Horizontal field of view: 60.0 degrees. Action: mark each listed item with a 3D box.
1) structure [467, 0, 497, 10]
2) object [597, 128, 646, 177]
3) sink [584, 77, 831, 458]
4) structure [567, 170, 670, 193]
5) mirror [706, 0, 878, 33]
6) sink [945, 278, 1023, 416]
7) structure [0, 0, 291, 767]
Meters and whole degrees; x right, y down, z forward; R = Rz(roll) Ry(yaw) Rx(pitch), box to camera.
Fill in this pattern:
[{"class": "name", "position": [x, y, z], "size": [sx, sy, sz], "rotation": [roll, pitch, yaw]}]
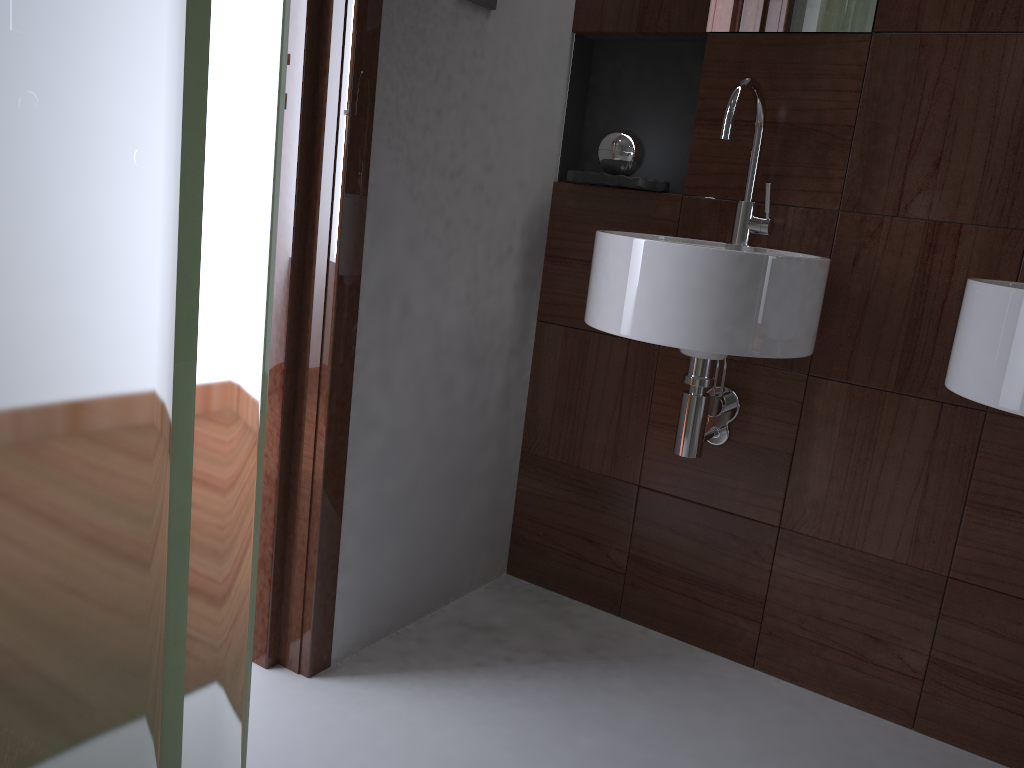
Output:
[{"class": "structure", "position": [-0.052, -0.780, 1.616], "size": [0.028, 0.164, 0.109], "rotation": [14, 14, 31]}, {"class": "object", "position": [0.750, -0.362, 1.564], "size": [1.350, 0.104, 0.104], "rotation": [14, 14, 31]}, {"class": "sink", "position": [0.352, -0.196, 1.612], "size": [0.415, 0.715, 0.417], "rotation": [14, 14, 31]}, {"class": "structure", "position": [0.229, -0.436, 1.912], "size": [0.222, 0.023, 0.220], "rotation": [5, 12, -8]}, {"class": "mirror", "position": [0.556, -0.976, 1.620], "size": [0.316, 0.635, 0.010], "rotation": [14, 14, 31]}, {"class": "sink", "position": [0.876, -0.065, 1.284], "size": [0.415, 0.715, 0.417], "rotation": [14, 14, 31]}, {"class": "structure", "position": [-0.671, -0.229, 0.136], "size": [0.765, 2.079, 1.015], "rotation": [14, 14, 31]}]
